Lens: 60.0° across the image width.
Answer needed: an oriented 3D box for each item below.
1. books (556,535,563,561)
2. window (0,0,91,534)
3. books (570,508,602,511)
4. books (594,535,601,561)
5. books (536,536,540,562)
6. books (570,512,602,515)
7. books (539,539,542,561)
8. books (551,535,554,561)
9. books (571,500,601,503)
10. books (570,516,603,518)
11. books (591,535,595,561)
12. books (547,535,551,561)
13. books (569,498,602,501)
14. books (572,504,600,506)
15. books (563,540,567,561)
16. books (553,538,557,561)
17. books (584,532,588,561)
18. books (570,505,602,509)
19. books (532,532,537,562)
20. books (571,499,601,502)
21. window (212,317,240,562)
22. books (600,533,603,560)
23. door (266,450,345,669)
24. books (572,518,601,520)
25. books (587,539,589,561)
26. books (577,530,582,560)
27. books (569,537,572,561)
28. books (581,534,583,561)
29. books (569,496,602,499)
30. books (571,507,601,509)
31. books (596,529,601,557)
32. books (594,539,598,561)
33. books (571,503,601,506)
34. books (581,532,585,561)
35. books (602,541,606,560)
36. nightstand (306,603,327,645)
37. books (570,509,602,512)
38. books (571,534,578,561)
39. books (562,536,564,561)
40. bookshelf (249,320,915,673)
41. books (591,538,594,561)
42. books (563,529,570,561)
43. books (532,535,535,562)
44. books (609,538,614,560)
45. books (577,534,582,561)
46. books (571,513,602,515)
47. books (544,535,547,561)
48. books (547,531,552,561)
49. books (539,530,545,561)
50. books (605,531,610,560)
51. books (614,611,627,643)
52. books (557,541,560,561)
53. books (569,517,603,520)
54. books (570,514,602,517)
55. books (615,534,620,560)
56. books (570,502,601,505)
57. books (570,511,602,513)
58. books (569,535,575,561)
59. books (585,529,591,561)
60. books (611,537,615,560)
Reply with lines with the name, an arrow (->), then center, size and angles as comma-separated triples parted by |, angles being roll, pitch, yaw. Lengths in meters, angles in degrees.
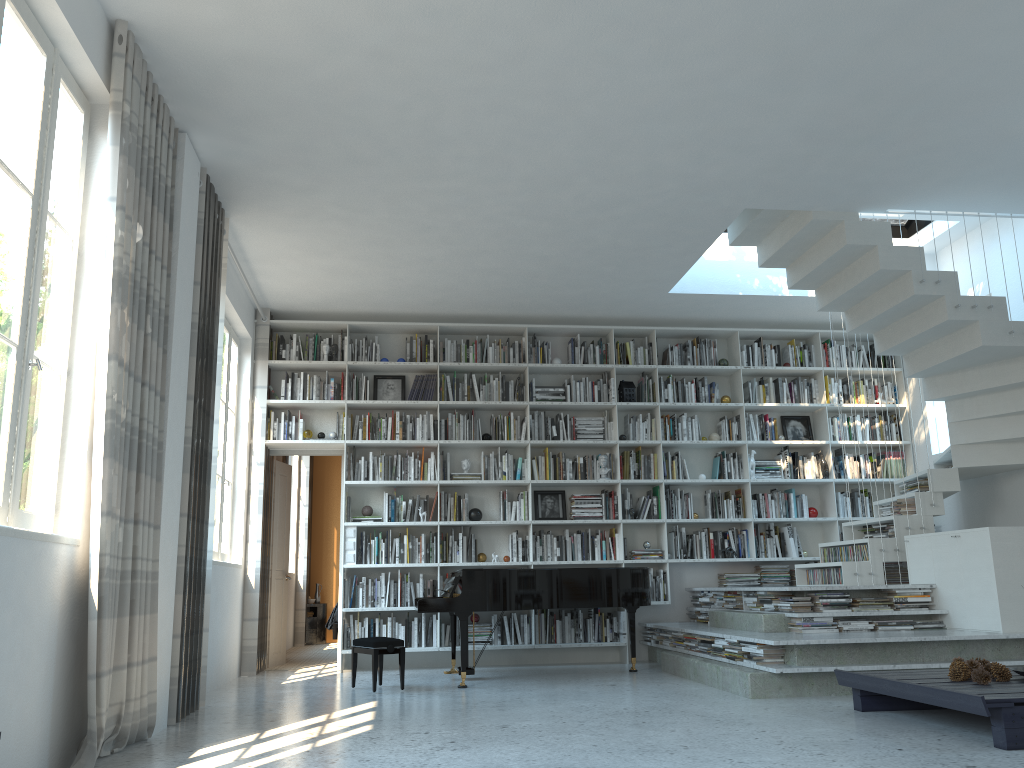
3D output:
books -> 0.442, 1.528, 8.222 | 0.029, 0.237, 0.166 | 0, -13, -7
window -> -18.707, -5.741, 11.593 | 32.803, 18.491, 18.580 | 0, -13, -3
books -> 0.695, 1.180, 8.338 | 0.285, 0.012, 0.160 | -1, -13, -2
books -> 0.791, 1.533, 8.267 | 0.023, 0.234, 0.175 | 0, -13, -7
books -> 0.228, 1.527, 8.193 | 0.027, 0.233, 0.168 | 0, -13, -7
books -> 0.694, 1.218, 8.342 | 0.285, 0.012, 0.160 | 1, -13, -7
books -> 0.253, 1.543, 8.205 | 0.024, 0.208, 0.170 | 0, -13, -7
books -> 0.363, 1.528, 8.232 | 0.021, 0.244, 0.142 | 0, -13, -7
books -> 0.693, 1.110, 8.358 | 0.254, 0.012, 0.161 | 1, -13, -10
books -> 0.695, 1.252, 8.332 | 0.285, 0.012, 0.160 | 1, -13, -8
books -> 0.748, 1.535, 8.273 | 0.014, 0.234, 0.154 | 0, -13, -7
books -> 0.329, 1.524, 8.213 | 0.027, 0.245, 0.179 | 0, -13, -7
books -> 0.692, 1.087, 8.366 | 0.285, 0.012, 0.160 | 0, -13, -5
books -> 0.694, 1.146, 8.351 | 0.254, 0.012, 0.161 | 0, -13, -4
books -> 0.482, 1.548, 8.220 | 0.023, 0.196, 0.165 | 0, -13, -7
books -> 0.388, 1.537, 8.210 | 0.023, 0.217, 0.175 | 0, -13, -7
books -> 0.672, 1.517, 8.254 | 0.028, 0.264, 0.162 | 0, -13, -7
books -> 0.694, 1.157, 8.343 | 0.285, 0.012, 0.160 | -1, -13, -2
books -> 0.208, 1.509, 8.205 | 0.011, 0.275, 0.146 | 0, -13, -7
books -> 0.693, 1.098, 8.359 | 0.254, 0.012, 0.161 | 1, -13, -11
window -> -2.288, 0.347, 6.785 | 0.073, 2.004, 1.988 | 0, -13, -7
books -> 0.821, 1.527, 8.292 | 0.014, 0.255, 0.145 | 0, -13, -7
door -> -1.998, 1.671, 8.462 | 0.834, 1.975, 0.788 | 0, -12, -7
books -> 0.695, 1.275, 8.325 | 0.254, 0.012, 0.161 | 0, -13, -5
books -> 0.695, 1.551, 8.265 | 0.021, 0.202, 0.128 | 0, -13, -7
books -> 0.627, 1.512, 8.274 | 0.014, 0.285, 0.135 | 0, -12, -7
books -> 0.529, 1.542, 8.250 | 0.025, 0.220, 0.140 | 0, -13, -7
books -> 0.640, 1.527, 8.266 | 0.011, 0.251, 0.158 | 0, -13, -7
books -> 0.693, 1.074, 8.361 | 0.285, 0.012, 0.160 | 2, -13, -12
books -> 0.695, 1.169, 8.341 | 0.254, 0.012, 0.161 | 2, -13, -12
books -> 0.808, 1.507, 8.287 | 0.014, 0.293, 0.137 | 0, -12, -7
books -> 0.769, 1.548, 8.261 | 0.023, 0.204, 0.167 | 0, -13, -7
books -> 0.693, 1.134, 8.353 | 0.254, 0.012, 0.161 | 1, -13, -10
books -> 0.652, 1.520, 8.258 | 0.010, 0.261, 0.181 | 0, -13, -7
books -> 0.843, 1.557, 8.263 | 0.023, 0.182, 0.169 | 0, -13, -7
nightstand -> -2.800, 3.197, 11.822 | 0.650, 0.517, 0.432 | 0, -13, -5
books -> 0.694, 1.193, 8.343 | 0.285, 0.012, 0.160 | 0, -13, -5
books -> 0.582, 1.527, 8.268 | 0.025, 0.254, 0.136 | 0, -13, -7
books -> 0.462, 1.534, 8.233 | 0.013, 0.229, 0.139 | 0, -13, -7
bookshelf -> 0.776, 1.009, 8.329 | 6.297, 3.134, 0.331 | 1, -12, -7
books -> 0.731, 1.546, 8.257 | 0.024, 0.206, 0.183 | 0, -13, -7
books -> 0.504, 1.505, 8.246 | 0.026, 0.291, 0.152 | 0, -13, -7
books -> 0.187, 1.526, 8.206 | 0.029, 0.243, 0.154 | 0, -13, -7
books -> 0.912, 1.544, 8.276 | 0.042, 0.212, 0.169 | 0, -13, -7
books -> 0.610, 1.526, 8.244 | 0.026, 0.245, 0.191 | 0, -13, -7
books -> 0.695, 1.226, 8.329 | 0.254, 0.012, 0.161 | 2, -13, -12
books -> 0.301, 1.527, 8.226 | 0.024, 0.247, 0.132 | 0, -13, -7
books -> 0.348, 1.506, 8.216 | 0.013, 0.281, 0.166 | 0, -13, -7
books -> 0.275, 1.507, 8.233 | 0.027, 0.290, 0.141 | 0, -13, -7
books -> 0.876, 1.517, 8.288 | 0.026, 0.271, 0.175 | 0, -13, -7
books -> 0.989, 2.209, 8.081 | 0.038, 0.268, 0.278 | 0, -13, -7
books -> 0.415, 1.552, 8.205 | 0.029, 0.183, 0.175 | 0, -13, -7
books -> 0.696, 1.261, 8.321 | 0.285, 0.012, 0.160 | 2, -13, -12
books -> 0.696, 1.238, 8.326 | 0.285, 0.012, 0.160 | -1, -13, -2
books -> 0.971, 1.527, 8.283 | 0.033, 0.245, 0.176 | 0, -13, -7
books -> 0.693, 1.122, 8.354 | 0.254, 0.012, 0.161 | 1, -13, -11
books -> 0.694, 1.206, 8.343 | 0.285, 0.012, 0.160 | 0, -13, -6
books -> 0.556, 1.532, 8.248 | 0.031, 0.236, 0.159 | 0, -13, -7
books -> 0.712, 1.503, 8.267 | 0.012, 0.296, 0.178 | 0, -13, -7
books -> 0.938, 1.543, 8.281 | 0.011, 0.216, 0.166 | 0, -13, -7
